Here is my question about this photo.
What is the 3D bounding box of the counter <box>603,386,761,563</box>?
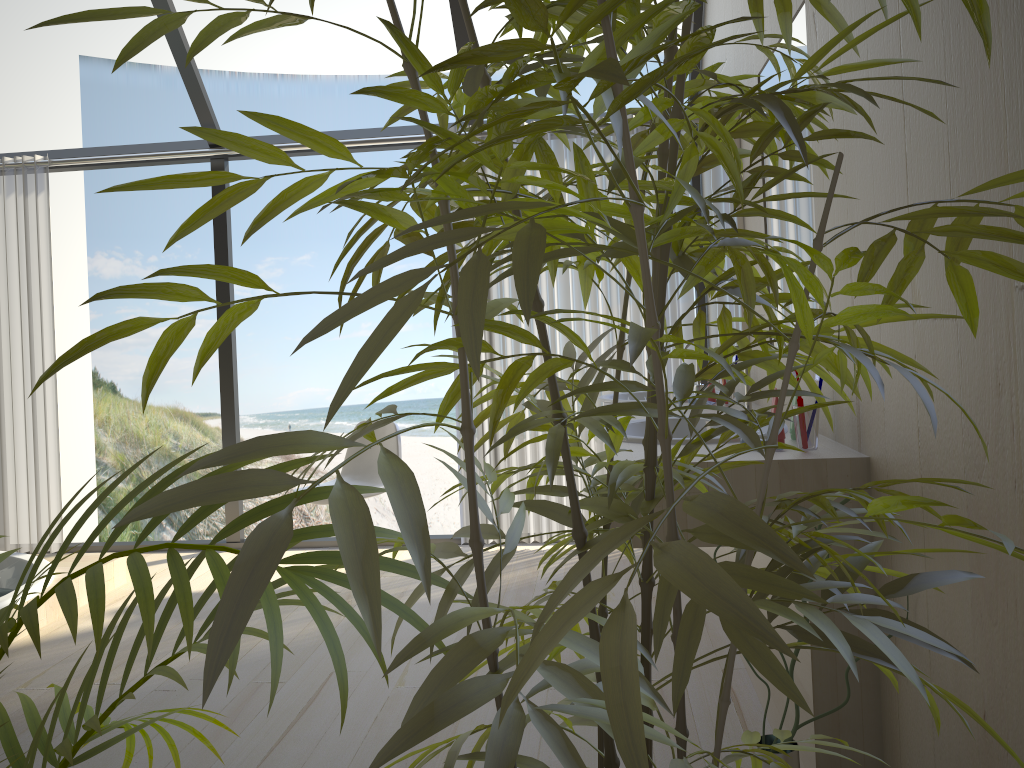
[{"bbox_3d":[0.668,0.448,3.620,0.550,0.790,1.207,-2,2,6],"label":"counter"}]

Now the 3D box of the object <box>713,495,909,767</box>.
[{"bbox_3d":[0.591,0.573,1.674,0.407,0.749,0.274,-3,0,-6],"label":"object"}]

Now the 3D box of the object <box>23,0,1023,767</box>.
[{"bbox_3d":[0.140,0.133,0.781,0.786,1.757,0.936,-2,0,31],"label":"object"}]

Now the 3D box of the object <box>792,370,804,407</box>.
[{"bbox_3d":[0.624,0.057,1.923,0.012,0.178,0.050,-3,0,45],"label":"object"}]

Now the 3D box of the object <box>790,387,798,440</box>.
[{"bbox_3d":[0.683,0.068,2.123,0.039,0.135,0.039,-2,0,-43],"label":"object"}]

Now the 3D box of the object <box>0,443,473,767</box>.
[{"bbox_3d":[-0.596,0.451,0.812,0.915,1.157,0.752,-2,1,39],"label":"object"}]

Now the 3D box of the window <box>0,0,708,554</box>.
[{"bbox_3d":[-1.347,-0.533,4.321,4.559,2.814,0.745,-2,0,6],"label":"window"}]

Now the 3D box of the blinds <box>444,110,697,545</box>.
[{"bbox_3d":[0.296,-0.264,4.351,1.182,2.071,0.084,-2,0,6],"label":"blinds"}]

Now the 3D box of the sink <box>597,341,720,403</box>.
[{"bbox_3d":[0.599,0.037,3.593,0.504,0.419,0.574,-2,2,9],"label":"sink"}]

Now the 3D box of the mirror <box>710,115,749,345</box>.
[{"bbox_3d":[0.857,-0.590,3.518,0.023,0.868,0.654,-3,1,6],"label":"mirror"}]

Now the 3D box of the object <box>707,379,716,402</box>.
[{"bbox_3d":[0.727,0.006,3.238,0.039,0.135,0.039,-2,0,-36],"label":"object"}]

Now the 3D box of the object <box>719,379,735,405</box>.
[{"bbox_3d":[0.766,0.027,3.144,0.058,0.100,0.058,-2,1,12],"label":"object"}]

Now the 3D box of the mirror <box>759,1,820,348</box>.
[{"bbox_3d":[0.782,-0.531,2.484,0.023,0.868,0.654,-3,1,6],"label":"mirror"}]

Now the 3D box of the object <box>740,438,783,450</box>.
[{"bbox_3d":[0.560,0.131,1.974,0.033,0.029,0.104,-4,3,-44],"label":"object"}]

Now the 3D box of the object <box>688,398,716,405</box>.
[{"bbox_3d":[0.679,0.061,3.175,0.033,0.029,0.104,-4,3,-44],"label":"object"}]

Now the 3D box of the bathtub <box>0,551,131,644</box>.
[{"bbox_3d":[-2.749,0.936,3.386,1.820,0.698,1.649,-2,3,6],"label":"bathtub"}]

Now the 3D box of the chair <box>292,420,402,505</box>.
[{"bbox_3d":[-0.744,0.363,4.102,0.368,0.347,0.455,-1,2,34],"label":"chair"}]

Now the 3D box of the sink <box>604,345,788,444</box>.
[{"bbox_3d":[0.480,0.108,2.393,0.504,0.419,0.574,-2,2,9],"label":"sink"}]

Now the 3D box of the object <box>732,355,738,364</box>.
[{"bbox_3d":[0.778,-0.015,3.136,0.053,0.175,0.012,-3,0,31],"label":"object"}]

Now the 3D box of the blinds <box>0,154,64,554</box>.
[{"bbox_3d":[-2.940,-0.140,4.672,1.182,2.071,0.084,-2,0,6],"label":"blinds"}]

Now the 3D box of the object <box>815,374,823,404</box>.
[{"bbox_3d":[0.659,0.056,1.936,0.053,0.175,0.012,-3,0,31],"label":"object"}]

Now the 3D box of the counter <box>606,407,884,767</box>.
[{"bbox_3d":[0.548,0.518,2.420,0.550,0.790,1.207,-2,2,6],"label":"counter"}]

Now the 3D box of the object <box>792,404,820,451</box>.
[{"bbox_3d":[0.647,0.097,1.944,0.058,0.100,0.058,-2,1,16],"label":"object"}]

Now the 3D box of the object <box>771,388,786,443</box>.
[{"bbox_3d":[0.608,0.076,2.037,0.039,0.135,0.039,-2,0,-43],"label":"object"}]
